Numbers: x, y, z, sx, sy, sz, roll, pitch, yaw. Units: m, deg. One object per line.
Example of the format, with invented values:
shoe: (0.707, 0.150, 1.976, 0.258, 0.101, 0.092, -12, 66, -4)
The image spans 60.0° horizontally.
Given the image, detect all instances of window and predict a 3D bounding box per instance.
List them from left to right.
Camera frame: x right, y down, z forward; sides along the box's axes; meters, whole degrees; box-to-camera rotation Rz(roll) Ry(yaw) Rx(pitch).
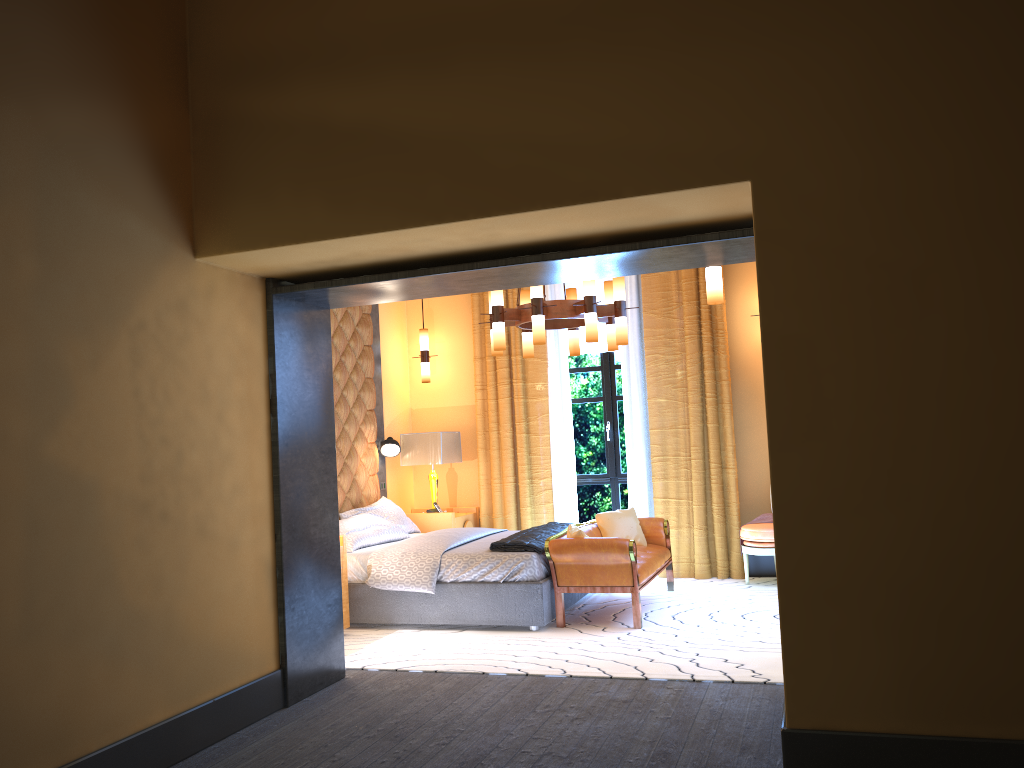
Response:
window: (0.950, 0.316, 8.567, 1.201, 2.997, 0.130, -4, -3, 19)

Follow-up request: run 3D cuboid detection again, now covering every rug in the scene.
rug: (0.325, 1.707, 6.580, 3.704, 0.016, 3.390, -4, -4, 19)

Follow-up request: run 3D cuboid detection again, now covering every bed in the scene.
bed: (-0.518, 1.327, 7.062, 2.107, 0.824, 1.890, -4, -4, 18)

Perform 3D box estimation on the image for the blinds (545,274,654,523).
blinds: (0.767, -0.238, 8.307, 2.051, 4.071, 0.237, -4, -3, 16)

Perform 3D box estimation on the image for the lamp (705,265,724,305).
lamp: (1.099, -0.705, 4.860, 0.199, 0.531, 0.199, -1, -3, -26)

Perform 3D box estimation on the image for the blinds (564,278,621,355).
blinds: (0.891, -0.745, 8.609, 1.201, 0.872, 0.013, -4, -3, 19)

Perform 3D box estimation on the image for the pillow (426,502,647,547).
pillow: (0.314, 1.191, 7.427, 1.146, 0.406, 2.631, -1, -5, -30)

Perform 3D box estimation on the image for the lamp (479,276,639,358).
lamp: (0.286, -1.328, 6.596, 1.142, 2.166, 1.141, -6, -4, 41)

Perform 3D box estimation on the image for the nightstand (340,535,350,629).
nightstand: (-1.573, 1.418, 5.989, 0.721, 0.699, 0.709, -4, -4, 19)

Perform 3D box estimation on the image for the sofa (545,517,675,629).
sofa: (0.788, 1.372, 6.697, 0.650, 0.639, 1.616, -4, -4, 18)

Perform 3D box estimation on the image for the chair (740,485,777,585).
chair: (2.208, 1.095, 7.428, 0.632, 1.146, 0.500, -1, -4, -38)

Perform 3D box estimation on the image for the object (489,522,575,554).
object: (0.239, 1.164, 6.804, 0.405, 0.104, 1.462, -4, -4, 18)

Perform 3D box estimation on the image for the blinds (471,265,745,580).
blinds: (0.776, -0.268, 8.218, 2.452, 4.142, 0.134, -4, -3, 19)

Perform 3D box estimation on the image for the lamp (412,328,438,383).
lamp: (-0.859, -0.277, 8.741, 0.199, 0.531, 0.199, -1, -3, -26)

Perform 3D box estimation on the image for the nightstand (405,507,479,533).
nightstand: (-0.732, 1.554, 8.469, 0.720, 0.689, 0.681, -4, -4, 19)

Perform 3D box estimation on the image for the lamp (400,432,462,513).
lamp: (-0.751, 0.862, 8.400, 0.424, 0.801, 0.505, -4, -3, 19)

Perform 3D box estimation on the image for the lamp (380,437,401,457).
lamp: (-0.958, 0.590, 8.231, 0.568, 0.218, 0.231, -1, -4, -24)

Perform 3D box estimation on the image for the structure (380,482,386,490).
structure: (-1.195, 0.942, 8.191, 0.016, 0.071, 0.103, -4, -4, 19)

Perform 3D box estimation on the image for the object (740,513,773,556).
object: (2.233, 1.363, 7.302, 0.428, 0.571, 0.804, -2, -4, -24)
